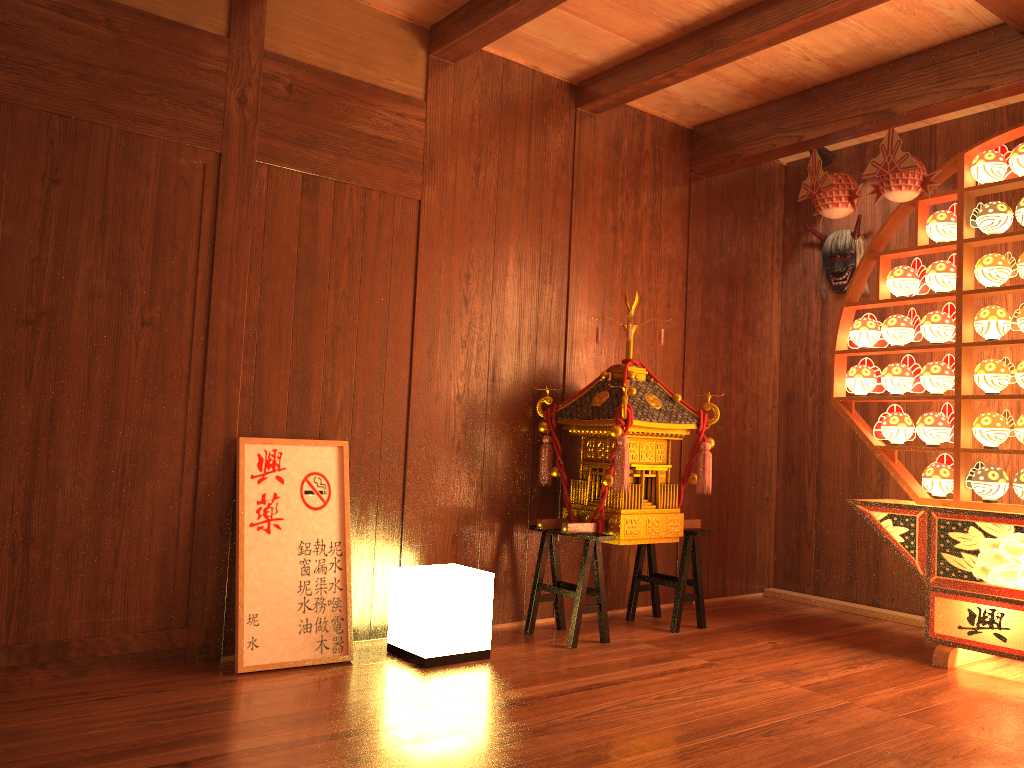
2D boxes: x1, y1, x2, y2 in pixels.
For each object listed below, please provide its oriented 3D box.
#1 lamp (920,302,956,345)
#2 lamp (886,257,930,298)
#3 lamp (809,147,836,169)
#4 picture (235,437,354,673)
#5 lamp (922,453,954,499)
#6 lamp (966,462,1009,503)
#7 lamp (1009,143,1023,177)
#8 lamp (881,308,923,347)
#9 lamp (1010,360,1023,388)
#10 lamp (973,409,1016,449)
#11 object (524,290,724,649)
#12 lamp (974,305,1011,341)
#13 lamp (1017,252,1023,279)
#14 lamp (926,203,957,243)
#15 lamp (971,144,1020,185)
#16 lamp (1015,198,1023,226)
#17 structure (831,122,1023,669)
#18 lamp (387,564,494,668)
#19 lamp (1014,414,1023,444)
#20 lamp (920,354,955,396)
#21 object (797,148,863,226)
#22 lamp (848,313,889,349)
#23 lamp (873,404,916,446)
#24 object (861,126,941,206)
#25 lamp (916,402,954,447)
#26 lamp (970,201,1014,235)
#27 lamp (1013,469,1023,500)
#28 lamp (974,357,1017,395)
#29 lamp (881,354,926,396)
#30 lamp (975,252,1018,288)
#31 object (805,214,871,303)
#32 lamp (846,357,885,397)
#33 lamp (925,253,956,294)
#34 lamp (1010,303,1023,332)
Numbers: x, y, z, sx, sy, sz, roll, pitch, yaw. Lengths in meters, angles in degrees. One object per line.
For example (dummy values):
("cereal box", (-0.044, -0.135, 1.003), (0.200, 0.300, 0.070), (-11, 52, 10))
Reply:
("lamp", (1.845, -0.265, 3.848), (0.161, 0.200, 0.195), (4, -4, -22))
("lamp", (1.759, -0.481, 3.995), (0.159, 0.200, 0.197), (3, -4, -12))
("lamp", (1.561, -1.161, 4.461), (0.131, 0.176, 0.181), (0, -5, 38))
("picture", (-0.774, 0.592, 3.158), (0.414, 0.788, 0.207), (5, -5, -33))
("lamp", (1.829, 0.393, 3.788), (0.188, 0.197, 0.162), (-1, -5, 42))
("lamp", (1.962, 0.403, 3.617), (0.141, 0.167, 0.155), (3, -4, -7))
("lamp", (2.097, -0.923, 3.610), (0.158, 0.179, 0.168), (3, -4, -7))
("lamp", (1.735, -0.256, 3.996), (0.159, 0.191, 0.179), (3, -4, -7))
("lamp", (2.076, -0.036, 3.528), (0.152, 0.161, 0.143), (1, -4, 27))
("lamp", (1.964, 0.185, 3.639), (0.158, 0.167, 0.138), (3, -4, -8))
("object", (0.503, 0.333, 3.945), (0.836, 1.515, 0.587), (6, -5, -38))
("lamp", (1.987, -0.255, 3.657), (0.135, 0.167, 0.162), (0, -4, 33))
("lamp", (2.101, -0.476, 3.541), (0.135, 0.161, 0.162), (0, -4, 32))
("lamp", (1.877, -0.705, 3.863), (0.161, 0.200, 0.195), (4, -4, -22))
("lamp", (2.005, -0.930, 3.725), (0.162, 0.200, 0.194), (5, -4, -27))
("lamp", (2.104, -0.695, 3.563), (0.134, 0.161, 0.162), (-1, -5, 42))
("structure", (2.121, 0.030, 3.452), (0.507, 2.196, 1.894), (6, -5, -37))
("lamp", (-0.269, 0.860, 3.323), (0.290, 0.315, 0.271), (6, -5, -38))
("lamp", (2.064, 0.183, 3.501), (0.162, 0.161, 0.134), (6, -5, -38))
("lamp", (1.836, -0.042, 3.832), (0.161, 0.192, 0.178), (4, -4, -23))
("object", (1.465, -0.902, 4.013), (0.242, 0.311, 0.360), (3, -4, -11))
("lamp", (1.642, -0.250, 4.114), (0.183, 0.187, 0.162), (0, -4, 32))
("lamp", (1.727, 0.182, 3.955), (0.183, 0.194, 0.159), (2, -4, 12))
("object", (1.661, -0.919, 3.768), (0.222, 0.306, 0.336), (6, -5, -37))
("lamp", (1.816, 0.174, 3.827), (0.159, 0.200, 0.197), (3, -4, -12))
("lamp", (2.023, -0.694, 3.691), (0.143, 0.167, 0.153), (4, -4, -22))
("lamp", (2.055, 0.402, 3.488), (0.135, 0.161, 0.162), (0, -4, 32))
("lamp", (1.976, -0.035, 3.648), (0.160, 0.167, 0.136), (4, -4, -18))
("lamp", (1.727, -0.042, 3.974), (0.162, 0.200, 0.194), (5, -4, -27))
("lamp", (1.996, -0.474, 3.683), (0.158, 0.167, 0.138), (3, -4, -8))
("object", (1.795, -0.671, 4.862), (0.142, 0.454, 0.351), (6, -5, -37))
("lamp", (1.622, -0.035, 4.111), (0.183, 0.195, 0.162), (0, -5, 37))
("lamp", (1.867, -0.483, 3.849), (0.161, 0.195, 0.184), (4, -4, -22))
("lamp", (2.098, -0.256, 3.526), (0.141, 0.161, 0.155), (3, -4, -7))
